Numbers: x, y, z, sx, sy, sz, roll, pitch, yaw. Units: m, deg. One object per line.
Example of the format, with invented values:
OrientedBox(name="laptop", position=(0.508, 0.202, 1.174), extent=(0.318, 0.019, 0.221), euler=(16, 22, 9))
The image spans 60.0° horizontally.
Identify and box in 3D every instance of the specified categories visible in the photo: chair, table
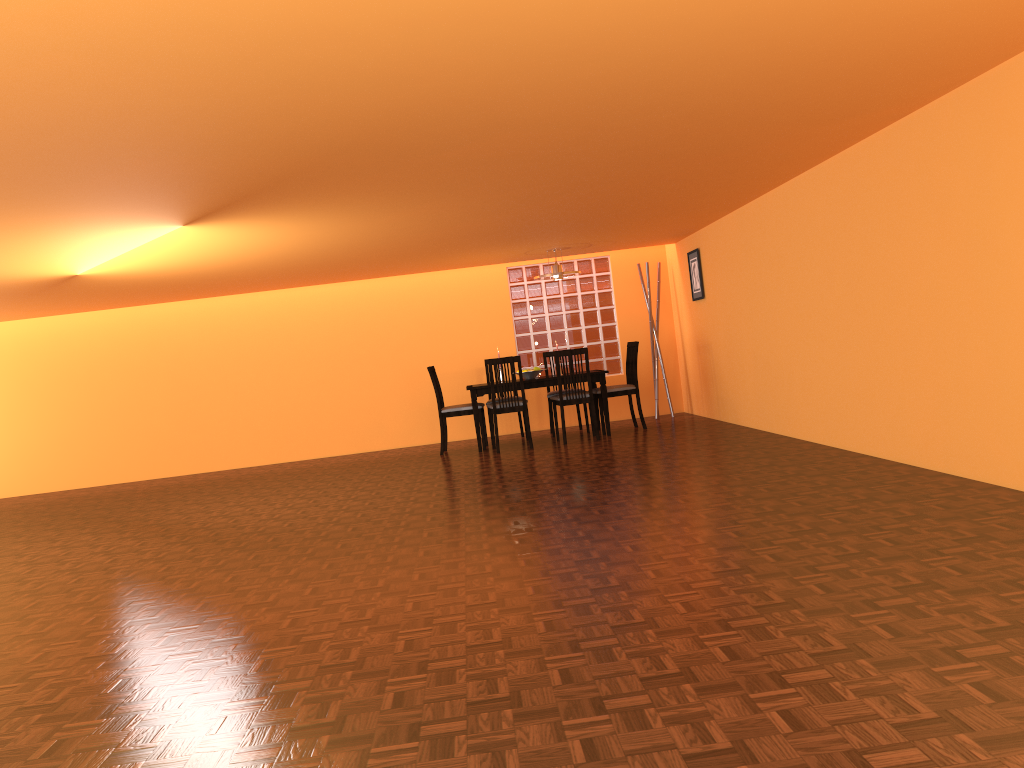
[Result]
OrientedBox(name="chair", position=(0.499, 0.079, 8.517), extent=(0.373, 0.809, 0.465), euler=(-7, 2, -3))
OrientedBox(name="chair", position=(0.540, 0.100, 7.752), extent=(0.373, 0.809, 0.465), euler=(-7, 2, -3))
OrientedBox(name="table", position=(0.243, 0.238, 8.094), extent=(1.259, 0.584, 0.697), euler=(-7, 2, -3))
OrientedBox(name="chair", position=(-0.032, 0.170, 7.723), extent=(0.373, 0.809, 0.465), euler=(-7, 2, -3))
OrientedBox(name="chair", position=(-0.073, 0.150, 8.488), extent=(0.373, 0.809, 0.465), euler=(-7, 2, -3))
OrientedBox(name="chair", position=(0.961, 0.035, 8.148), extent=(0.465, 0.809, 0.373), euler=(-7, 2, -8))
OrientedBox(name="chair", position=(-0.490, 0.214, 8.081), extent=(0.465, 0.809, 0.373), euler=(-7, 2, 2))

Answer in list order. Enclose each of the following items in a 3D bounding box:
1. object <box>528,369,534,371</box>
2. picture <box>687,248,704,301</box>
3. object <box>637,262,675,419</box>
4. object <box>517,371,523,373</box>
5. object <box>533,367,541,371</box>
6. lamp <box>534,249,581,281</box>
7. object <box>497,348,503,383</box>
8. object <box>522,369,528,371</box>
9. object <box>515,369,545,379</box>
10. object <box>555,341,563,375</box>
OrientedBox(name="object", position=(0.182, -0.106, 8.037), extent=(0.066, 0.070, 0.055), euler=(-8, 2, -22))
OrientedBox(name="picture", position=(1.685, -0.998, 8.144), extent=(0.014, 0.456, 0.361), euler=(-7, 2, -3))
OrientedBox(name="object", position=(1.459, -0.442, 8.961), extent=(0.226, 1.589, 0.308), euler=(-6, 2, 19))
OrientedBox(name="object", position=(0.074, -0.105, 8.046), extent=(0.055, 0.046, 0.046), euler=(-8, 2, -20))
OrientedBox(name="object", position=(0.229, -0.127, 8.099), extent=(0.069, 0.066, 0.069), euler=(-7, 2, 7))
OrientedBox(name="lamp", position=(0.403, -1.084, 8.068), extent=(0.435, 0.274, 0.435), euler=(-6, 2, 19))
OrientedBox(name="object", position=(-0.109, -0.174, 7.994), extent=(0.044, 0.326, 0.044), euler=(-7, 2, -14))
OrientedBox(name="object", position=(0.131, -0.095, 8.122), extent=(0.087, 0.076, 0.089), euler=(-7, 2, 3))
OrientedBox(name="object", position=(0.162, -0.083, 8.094), extent=(0.337, 0.072, 0.337), euler=(-8, 2, -37))
OrientedBox(name="object", position=(0.424, -0.243, 8.106), extent=(0.044, 0.326, 0.044), euler=(-7, 2, -14))
